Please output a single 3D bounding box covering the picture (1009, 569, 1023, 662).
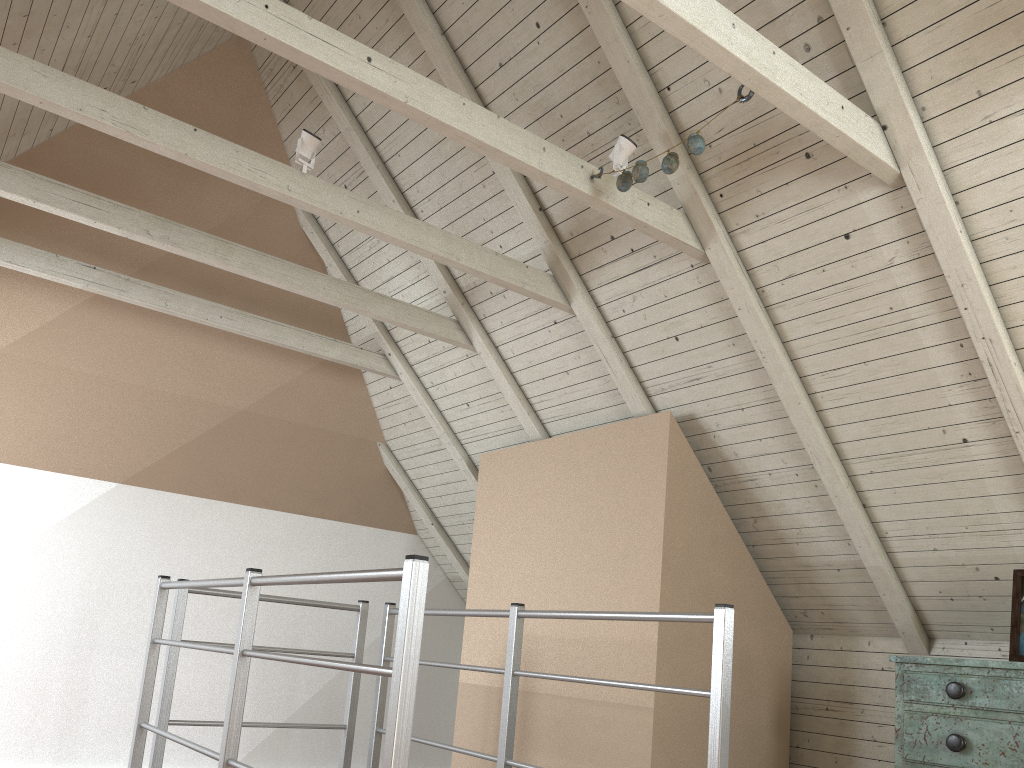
[{"bbox_3d":[1.459,0.625,2.346,0.149,0.252,0.203,15,-17,-40],"label":"picture"}]

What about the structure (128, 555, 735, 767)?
[{"bbox_3d":[-0.364,1.029,2.296,0.849,0.970,1.661,14,-18,-34],"label":"structure"}]

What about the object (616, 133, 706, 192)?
[{"bbox_3d":[0.348,-0.524,2.095,0.060,0.065,0.287,15,-19,-35],"label":"object"}]

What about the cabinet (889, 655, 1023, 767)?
[{"bbox_3d":[1.413,1.096,2.194,0.421,0.748,0.814,13,-16,-34],"label":"cabinet"}]
